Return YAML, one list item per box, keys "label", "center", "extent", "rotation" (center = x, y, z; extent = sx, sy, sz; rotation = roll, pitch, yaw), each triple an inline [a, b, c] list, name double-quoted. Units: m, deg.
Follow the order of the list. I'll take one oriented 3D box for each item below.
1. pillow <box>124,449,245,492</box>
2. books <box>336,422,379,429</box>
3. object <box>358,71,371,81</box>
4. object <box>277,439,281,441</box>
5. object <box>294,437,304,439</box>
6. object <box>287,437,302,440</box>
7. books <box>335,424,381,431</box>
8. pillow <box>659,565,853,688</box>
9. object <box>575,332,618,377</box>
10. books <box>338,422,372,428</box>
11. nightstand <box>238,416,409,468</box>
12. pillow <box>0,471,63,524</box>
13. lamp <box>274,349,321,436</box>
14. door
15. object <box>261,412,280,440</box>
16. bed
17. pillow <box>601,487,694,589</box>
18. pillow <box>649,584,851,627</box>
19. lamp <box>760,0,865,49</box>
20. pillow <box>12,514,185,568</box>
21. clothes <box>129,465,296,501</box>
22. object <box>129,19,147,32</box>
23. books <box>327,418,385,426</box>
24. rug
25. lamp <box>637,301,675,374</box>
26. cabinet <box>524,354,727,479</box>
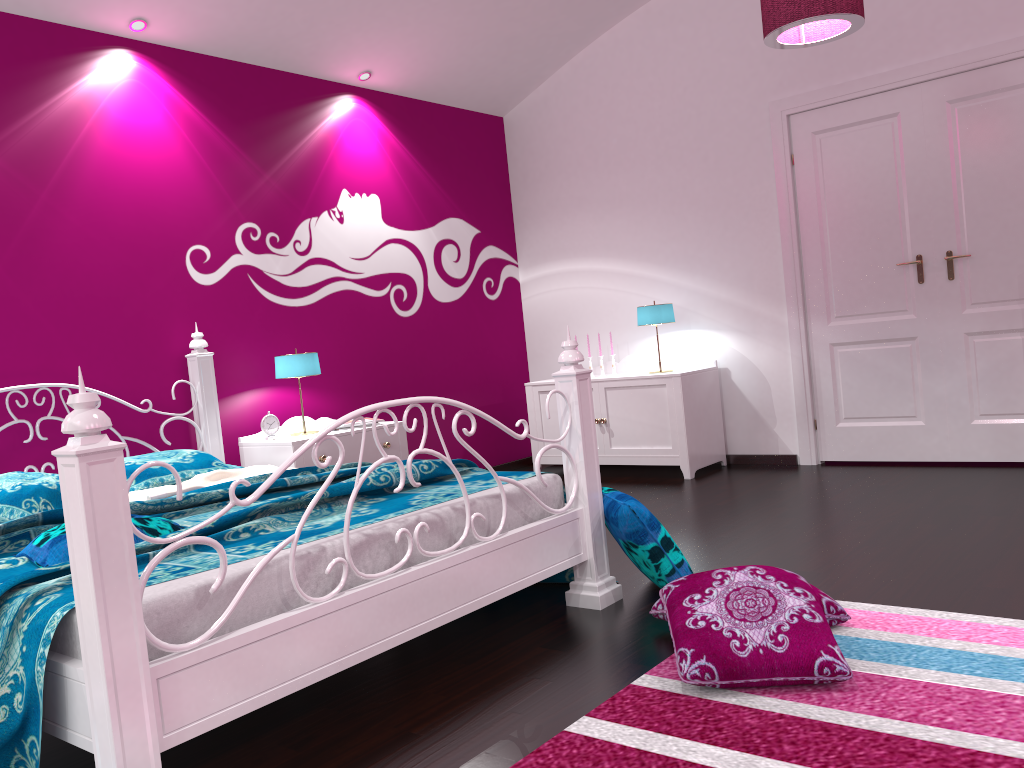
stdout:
- label: "pillow"
  center: [-1.514, 0.367, 3.792]
  extent: [0.401, 0.141, 0.717]
  rotation: [-4, 4, 41]
- label: "books"
  center: [-0.834, 0.214, 4.717]
  extent: [0.220, 0.007, 0.300]
  rotation: [-7, 3, -15]
- label: "object"
  center: [-0.870, -1.818, 5.212]
  extent: [0.085, 0.058, 0.080]
  rotation: [-4, 3, 39]
- label: "object"
  center: [-1.134, 0.271, 4.318]
  extent: [0.022, 0.006, 0.022]
  rotation: [-8, 3, -36]
- label: "object"
  center: [-1.049, 0.263, 4.329]
  extent: [0.073, 0.003, 0.073]
  rotation: [-6, 3, 2]
- label: "object"
  center: [-1.048, 0.264, 4.275]
  extent: [0.073, 0.006, 0.073]
  rotation: [-6, 3, 2]
- label: "books"
  center: [-0.835, 0.222, 4.706]
  extent: [0.220, 0.007, 0.300]
  rotation: [-7, 3, -21]
- label: "pillow"
  center: [0.598, 0.605, 2.258]
  extent: [0.425, 0.224, 0.391]
  rotation: [-5, 3, 7]
- label: "object"
  center: [0.534, -0.190, 5.729]
  extent: [0.285, 0.284, 0.043]
  rotation: [-4, 3, 28]
- label: "books"
  center: [-0.848, 0.210, 4.696]
  extent: [0.220, 0.007, 0.300]
  rotation: [-6, 3, -12]
- label: "nightstand"
  center: [-0.934, 0.466, 4.576]
  extent: [0.455, 0.616, 0.742]
  rotation: [-4, 3, 39]
- label: "pillow"
  center: [-1.735, 0.400, 3.153]
  extent: [0.418, 0.176, 0.404]
  rotation: [-6, 3, 7]
- label: "lamp"
  center: [-1.082, 0.038, 4.533]
  extent: [0.229, 0.438, 0.229]
  rotation: [-6, 3, -6]
- label: "door"
  center: [2.234, -0.579, 4.680]
  extent: [1.405, 2.001, 0.098]
  rotation: [-4, 3, 39]
- label: "object"
  center: [-1.203, 0.206, 4.414]
  extent: [0.033, 0.140, 0.106]
  rotation: [-3, 4, 42]
- label: "bed"
  center: [-1.159, 0.299, 2.961]
  extent: [2.317, 1.143, 2.167]
  rotation: [-4, 3, 39]
- label: "pillow"
  center: [0.445, 0.532, 2.990]
  extent: [0.264, 0.357, 0.402]
  rotation: [-6, 3, -10]
- label: "pillow"
  center: [0.669, 0.628, 2.555]
  extent: [0.400, 0.142, 0.429]
  rotation: [-7, 3, -26]
- label: "lamp"
  center: [0.504, -1.841, 2.683]
  extent: [0.377, 1.129, 2.377]
  rotation: [-4, 3, 39]
- label: "pillow"
  center: [-1.120, 0.428, 2.459]
  extent: [0.404, 0.127, 0.425]
  rotation: [-8, 4, -41]
- label: "clothes"
  center: [-1.111, 0.531, 3.485]
  extent: [0.553, 0.376, 1.036]
  rotation: [-4, 3, 34]
- label: "object"
  center: [-1.744, -1.679, 4.127]
  extent: [0.085, 0.058, 0.080]
  rotation: [-4, 3, 39]
- label: "books"
  center: [-0.831, 0.203, 4.710]
  extent: [0.221, 0.012, 0.300]
  rotation: [-7, 3, -27]
- label: "rug"
  center: [0.684, 0.746, 1.591]
  extent: [1.400, 0.018, 2.100]
  rotation: [-4, 3, 39]
- label: "lamp"
  center: [0.885, -0.287, 5.394]
  extent: [0.229, 0.438, 0.229]
  rotation: [-6, 3, -6]
- label: "cabinet"
  center: [0.692, 0.191, 5.633]
  extent: [1.142, 0.734, 0.506]
  rotation: [-4, 3, 39]
